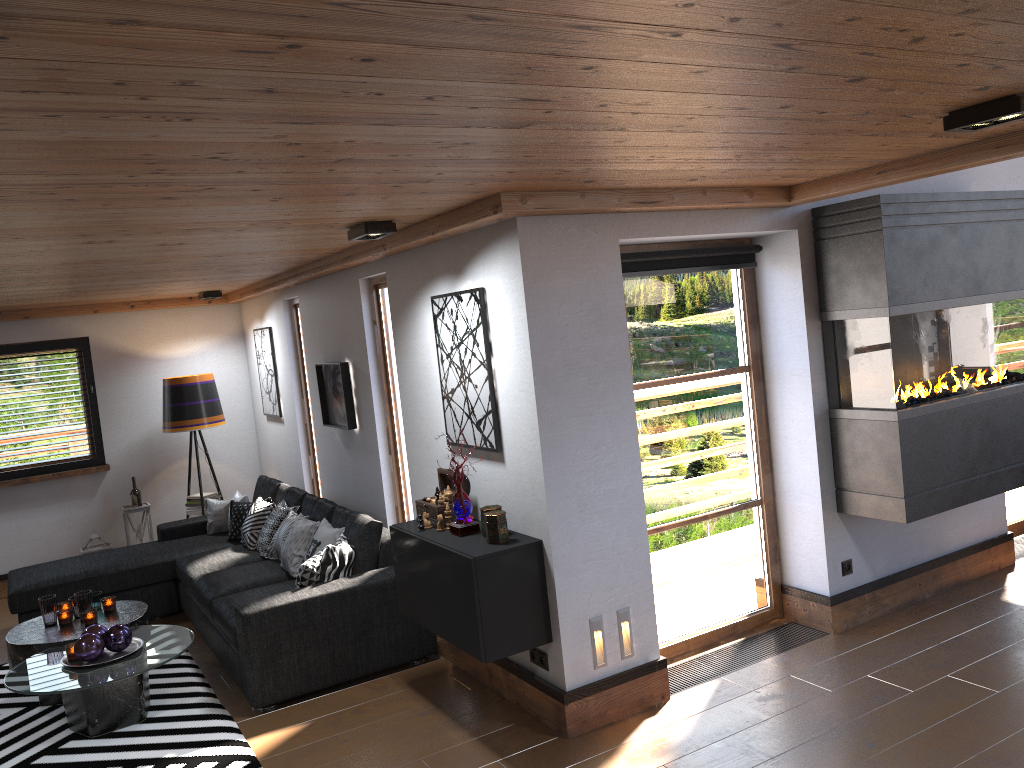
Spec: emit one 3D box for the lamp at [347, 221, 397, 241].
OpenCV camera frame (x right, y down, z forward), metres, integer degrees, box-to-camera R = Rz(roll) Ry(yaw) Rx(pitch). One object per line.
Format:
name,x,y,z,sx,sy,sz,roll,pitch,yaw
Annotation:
lamp,-0.670,-0.734,4.220,0.157,0.068,0.258,-8,5,-29

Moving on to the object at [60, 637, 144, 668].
object,-2.129,1.401,4.616,0.396,0.022,0.393,-7,4,-11

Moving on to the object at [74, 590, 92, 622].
object,-2.495,1.299,5.176,0.093,0.167,0.095,-4,4,31

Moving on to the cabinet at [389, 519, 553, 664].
cabinet,-0.228,0.948,4.296,0.362,0.468,0.945,-8,4,-29

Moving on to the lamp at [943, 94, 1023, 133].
lamp,1.540,-0.870,2.835,0.157,0.068,0.258,-8,5,-29

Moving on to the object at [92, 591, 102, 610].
object,-2.537,1.323,5.391,0.092,0.099,0.093,-6,4,7

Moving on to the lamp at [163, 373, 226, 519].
lamp,-2.386,0.705,8.209,0.517,1.698,1.650,-3,5,39

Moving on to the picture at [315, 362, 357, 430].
picture,-1.226,0.078,6.148,0.067,0.450,0.553,-8,4,-29

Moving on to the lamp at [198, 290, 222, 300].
lamp,-2.610,-0.771,7.653,0.157,0.068,0.258,-8,5,-29

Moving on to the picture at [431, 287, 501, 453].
picture,-0.238,-0.067,4.403,0.020,0.781,0.557,-8,4,-29

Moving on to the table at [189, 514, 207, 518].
table,-2.673,1.364,7.795,0.348,0.482,0.355,-4,4,27

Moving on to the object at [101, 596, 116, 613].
object,-2.415,1.324,5.316,0.080,0.081,0.079,-7,4,-15

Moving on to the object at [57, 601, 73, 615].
object,-2.676,1.351,5.316,0.080,0.081,0.079,-7,4,-15

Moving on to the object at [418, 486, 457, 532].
object,-0.391,0.618,4.455,0.204,0.197,0.352,-7,4,-18

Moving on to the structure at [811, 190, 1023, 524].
structure,2.416,-0.208,4.954,1.460,1.648,0.428,-8,4,-30

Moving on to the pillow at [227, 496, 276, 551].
pillow,-1.916,1.033,6.618,0.315,0.364,0.660,-9,5,-34

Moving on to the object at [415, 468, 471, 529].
object,-0.360,0.573,4.534,0.212,0.270,0.284,-8,4,-29

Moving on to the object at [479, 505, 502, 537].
object,-0.092,0.641,4.144,0.108,0.135,0.097,-6,4,2

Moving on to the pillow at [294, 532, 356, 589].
pillow,-1.048,1.056,5.052,0.297,0.345,0.540,-5,4,22

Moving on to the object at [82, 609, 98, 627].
object,-2.414,1.340,5.074,0.080,0.081,0.079,-7,4,-15

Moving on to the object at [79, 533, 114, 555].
object,-3.567,1.480,7.627,0.256,0.462,0.248,-8,4,-30

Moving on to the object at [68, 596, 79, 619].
object,-2.567,1.324,5.267,0.112,0.122,0.115,-3,5,36

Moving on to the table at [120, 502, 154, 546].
table,-3.252,1.363,7.751,0.229,0.608,0.222,-8,4,-30

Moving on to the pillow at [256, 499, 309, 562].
pillow,-1.579,1.032,6.090,0.278,0.355,0.720,-8,4,-29

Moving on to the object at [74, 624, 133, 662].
object,-2.152,1.336,4.618,0.261,0.142,0.288,-2,5,44

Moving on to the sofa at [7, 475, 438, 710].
sofa,-2.106,1.274,5.796,2.112,0.818,3.057,-8,5,-29

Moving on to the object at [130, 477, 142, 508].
object,-3.285,0.950,7.729,0.087,0.286,0.088,-5,4,23

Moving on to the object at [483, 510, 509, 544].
object,-0.071,0.648,4.014,0.109,0.135,0.095,-9,5,-39

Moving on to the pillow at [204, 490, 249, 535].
pillow,-2.227,1.033,7.014,0.560,0.346,0.220,-3,5,40

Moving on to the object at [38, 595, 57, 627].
object,-2.693,1.321,5.155,0.093,0.167,0.095,-4,4,31

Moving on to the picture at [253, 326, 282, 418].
picture,-2.151,-0.103,7.789,0.020,0.781,0.557,-8,4,-29

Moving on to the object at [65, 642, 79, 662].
object,-2.258,1.384,4.574,0.080,0.081,0.079,-7,4,-15

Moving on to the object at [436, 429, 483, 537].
object,-0.241,0.463,4.246,0.153,0.504,0.321,-8,4,-30

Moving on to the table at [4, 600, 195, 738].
table,-2.262,1.564,4.896,0.906,0.371,1.508,-8,5,-29

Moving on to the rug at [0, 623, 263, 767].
rug,-2.425,1.797,4.598,1.680,0.020,2.870,-8,5,-30

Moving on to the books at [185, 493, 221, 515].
books,-2.706,1.047,7.786,0.253,0.159,0.221,-4,4,27

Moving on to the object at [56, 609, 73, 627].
object,-2.589,1.355,5.133,0.080,0.081,0.079,-7,4,-15

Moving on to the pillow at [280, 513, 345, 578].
pillow,-1.254,1.021,5.537,0.287,0.328,0.719,-9,5,-40
